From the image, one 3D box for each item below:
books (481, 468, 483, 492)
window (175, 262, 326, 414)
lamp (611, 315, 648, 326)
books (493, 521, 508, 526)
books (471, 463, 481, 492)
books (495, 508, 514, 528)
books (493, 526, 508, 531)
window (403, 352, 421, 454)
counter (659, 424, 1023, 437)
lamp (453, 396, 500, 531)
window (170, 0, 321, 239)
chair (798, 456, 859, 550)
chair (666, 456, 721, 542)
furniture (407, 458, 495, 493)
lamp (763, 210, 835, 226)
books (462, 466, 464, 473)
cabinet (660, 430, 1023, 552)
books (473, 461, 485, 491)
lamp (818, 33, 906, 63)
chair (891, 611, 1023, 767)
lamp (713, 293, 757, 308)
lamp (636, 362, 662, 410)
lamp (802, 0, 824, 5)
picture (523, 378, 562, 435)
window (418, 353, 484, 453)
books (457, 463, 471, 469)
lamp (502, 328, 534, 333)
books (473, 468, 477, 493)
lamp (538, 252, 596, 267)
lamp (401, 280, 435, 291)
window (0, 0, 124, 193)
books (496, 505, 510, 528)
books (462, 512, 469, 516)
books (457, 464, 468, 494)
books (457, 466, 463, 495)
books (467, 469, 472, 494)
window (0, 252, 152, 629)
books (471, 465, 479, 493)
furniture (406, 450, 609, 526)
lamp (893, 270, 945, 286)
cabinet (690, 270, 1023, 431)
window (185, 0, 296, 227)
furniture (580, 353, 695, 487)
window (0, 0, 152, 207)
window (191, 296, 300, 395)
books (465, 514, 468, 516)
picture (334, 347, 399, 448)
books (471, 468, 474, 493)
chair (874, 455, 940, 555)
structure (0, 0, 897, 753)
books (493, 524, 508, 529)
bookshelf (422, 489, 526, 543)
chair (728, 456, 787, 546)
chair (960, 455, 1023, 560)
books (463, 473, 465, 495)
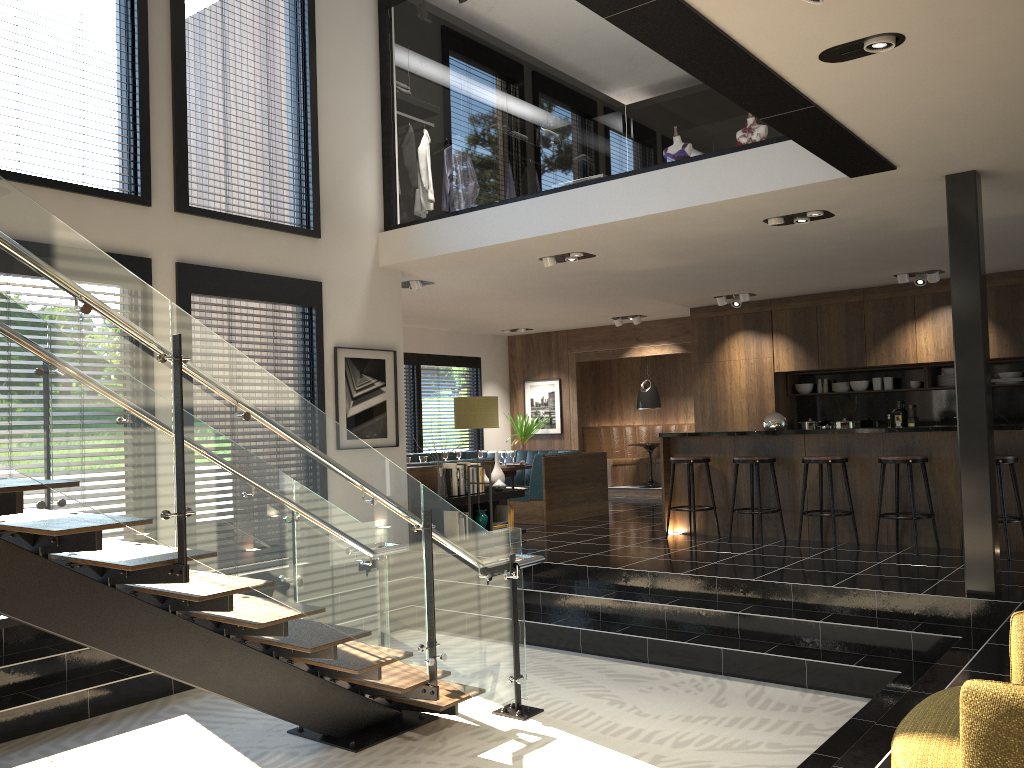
[{"bbox_3d":[-0.359,0.970,8.994,0.162,0.250,0.028,-3,-2,38],"label":"books"},{"bbox_3d":[-2.179,0.341,7.257,0.358,2.474,1.393,-3,-3,38],"label":"window"},{"bbox_3d":[1.723,-0.994,13.028,0.502,0.280,0.349,-4,-3,38],"label":"lamp"},{"bbox_3d":[-0.186,1.437,9.114,0.156,0.025,0.274,-4,-3,41],"label":"books"},{"bbox_3d":[-0.386,0.949,8.982,0.177,0.294,0.025,-3,-2,38],"label":"books"},{"bbox_3d":[-0.078,1.413,9.276,0.231,0.232,0.037,-4,-3,38],"label":"books"},{"bbox_3d":[-0.183,1.487,9.112,0.156,0.025,0.275,-4,-3,34],"label":"books"},{"bbox_3d":[-1.976,0.676,12.946,0.312,2.372,1.505,-3,-3,38],"label":"window"},{"bbox_3d":[3.127,0.433,8.243,3.575,0.041,0.698,-4,-3,38],"label":"counter"},{"bbox_3d":[-0.411,0.848,8.390,0.637,1.444,0.437,-1,-2,-27],"label":"lamp"},{"bbox_3d":[-2.272,-2.509,7.350,0.358,2.474,1.393,-3,-3,38],"label":"window"},{"bbox_3d":[2.810,1.048,7.922,0.412,0.799,0.413,0,-3,-43],"label":"chair"},{"bbox_3d":[1.767,1.119,8.728,0.412,0.799,0.413,0,-3,-43],"label":"chair"},{"bbox_3d":[-1.588,1.262,9.821,2.610,0.822,1.365,-4,-3,38],"label":"furniture"},{"bbox_3d":[2.213,-1.337,6.857,0.502,0.194,0.349,-4,-3,38],"label":"lamp"},{"bbox_3d":[-0.534,0.952,8.806,0.141,0.280,0.031,-3,-2,38],"label":"books"},{"bbox_3d":[3.146,0.950,8.225,3.565,0.993,0.698,-4,-3,38],"label":"cabinet"},{"bbox_3d":[-0.337,0.945,9.074,0.131,0.307,0.022,-3,-2,38],"label":"books"},{"bbox_3d":[1.456,-1.459,3.706,0.346,0.158,0.195,-4,-3,38],"label":"lamp"},{"bbox_3d":[1.299,0.658,1.725,1.031,1.097,0.807,-4,-3,37],"label":"chair"},{"bbox_3d":[2.805,-1.109,11.143,0.502,0.294,0.349,-4,-3,38],"label":"lamp"},{"bbox_3d":[2.121,-0.093,13.842,0.389,0.973,0.389,-2,-2,-9],"label":"lamp"},{"bbox_3d":[0.983,-1.427,3.090,0.346,0.247,0.195,-4,-3,38],"label":"lamp"},{"bbox_3d":[0.505,0.381,14.752,0.749,0.911,0.028,-4,-2,38],"label":"picture"},{"bbox_3d":[-1.056,0.701,14.135,0.312,2.372,1.505,-3,-3,38],"label":"window"},{"bbox_3d":[-0.476,0.941,8.872,0.155,0.305,0.032,-3,-2,38],"label":"books"},{"bbox_3d":[0.083,-0.916,14.296,0.502,0.213,0.349,-4,-3,38],"label":"lamp"},{"bbox_3d":[-0.436,0.967,8.912,0.194,0.254,0.034,-4,-2,38],"label":"books"},{"bbox_3d":[0.508,-1.203,8.176,0.502,0.231,0.349,-4,-3,38],"label":"lamp"},{"bbox_3d":[-1.080,-1.086,9.403,0.502,0.248,0.349,-4,-3,38],"label":"lamp"},{"bbox_3d":[-3.293,-2.532,6.146,0.005,2.296,1.221,-3,-2,38],"label":"window"},{"bbox_3d":[-0.090,1.396,9.246,0.156,0.263,0.026,-3,-2,38],"label":"books"},{"bbox_3d":[-0.503,1.386,8.708,0.159,0.261,0.067,-3,-2,38],"label":"books"},{"bbox_3d":[-0.514,0.944,8.830,0.169,0.298,0.032,-3,-2,38],"label":"books"},{"bbox_3d":[-0.551,0.952,8.748,0.160,0.276,0.030,-3,-2,38],"label":"books"},{"bbox_3d":[-0.477,0.965,8.837,0.202,0.255,0.025,-4,-2,38],"label":"books"},{"bbox_3d":[-3.186,0.314,5.956,0.358,2.474,1.498,-3,-3,38],"label":"window"},{"bbox_3d":[-0.397,0.955,8.957,0.155,0.280,0.028,-3,-2,38],"label":"books"},{"bbox_3d":[-0.232,1.296,11.509,2.610,0.822,1.365,-4,-3,38],"label":"furniture"},{"bbox_3d":[4.511,-1.232,9.824,0.502,0.280,0.349,-4,-3,38],"label":"lamp"},{"bbox_3d":[5.478,0.123,10.387,6.895,2.689,0.869,-4,-3,38],"label":"cabinet"},{"bbox_3d":[-2.323,-2.505,7.400,0.005,2.296,1.221,-3,-2,38],"label":"window"},{"bbox_3d":[2.418,0.450,14.212,2.639,2.334,1.174,-4,-3,37],"label":"furniture"},{"bbox_3d":[-3.242,-2.536,6.096,0.358,2.474,1.393,-3,-3,38],"label":"window"},{"bbox_3d":[-2.231,0.345,7.307,0.005,2.296,1.221,-3,-2,38],"label":"window"},{"bbox_3d":[-0.510,1.392,8.648,0.194,0.244,0.036,-4,-3,38],"label":"books"},{"bbox_3d":[-1.319,0.132,8.098,0.028,0.911,0.748,-3,-3,38],"label":"picture"},{"bbox_3d":[-0.448,0.970,8.885,0.149,0.246,0.023,-3,-2,38],"label":"books"},{"bbox_3d":[3.332,1.012,7.518,0.412,0.799,0.413,0,-3,-43],"label":"chair"},{"bbox_3d":[-0.941,-0.124,3.461,3.449,4.866,7.280,-3,-3,37],"label":"structure"},{"bbox_3d":[-0.182,1.462,9.110,0.167,0.024,0.261,-4,-3,34],"label":"books"},{"bbox_3d":[-0.397,1.349,8.879,0.356,0.500,1.304,-3,-3,38],"label":"bookshelf"},{"bbox_3d":[2.288,1.083,8.325,0.412,0.799,0.413,0,-3,-43],"label":"chair"},{"bbox_3d":[3.854,0.977,7.115,0.412,0.799,0.413,0,-3,-43],"label":"chair"},{"bbox_3d":[-0.542,0.984,8.776,0.170,0.214,0.025,-4,-2,38],"label":"books"}]
